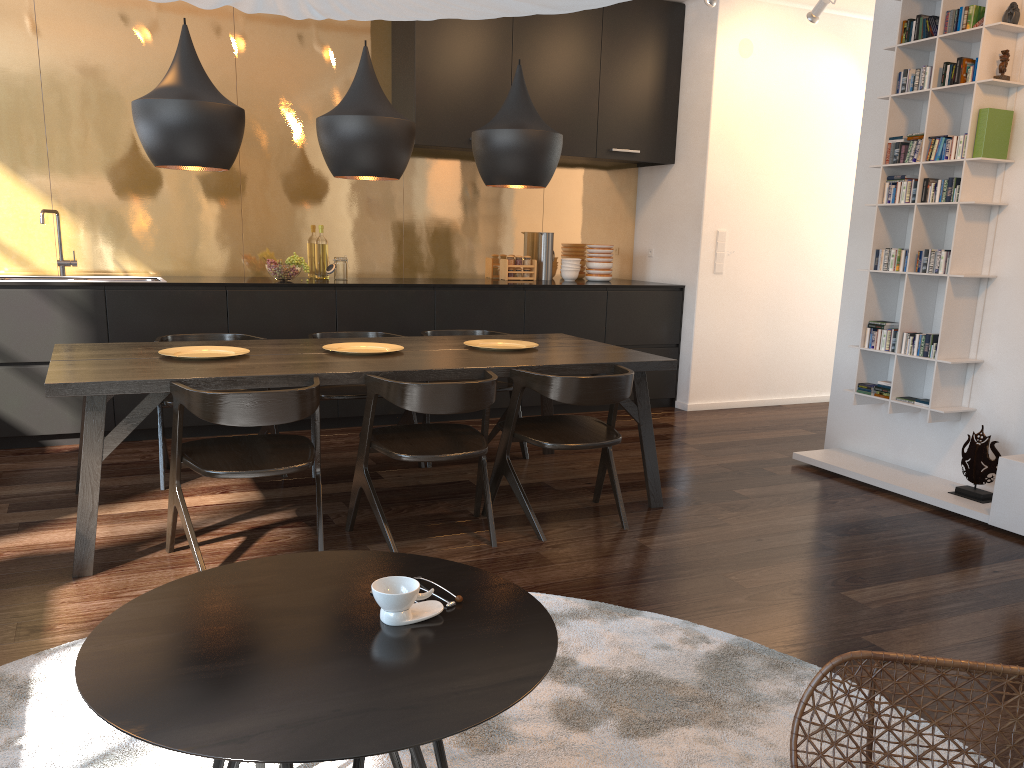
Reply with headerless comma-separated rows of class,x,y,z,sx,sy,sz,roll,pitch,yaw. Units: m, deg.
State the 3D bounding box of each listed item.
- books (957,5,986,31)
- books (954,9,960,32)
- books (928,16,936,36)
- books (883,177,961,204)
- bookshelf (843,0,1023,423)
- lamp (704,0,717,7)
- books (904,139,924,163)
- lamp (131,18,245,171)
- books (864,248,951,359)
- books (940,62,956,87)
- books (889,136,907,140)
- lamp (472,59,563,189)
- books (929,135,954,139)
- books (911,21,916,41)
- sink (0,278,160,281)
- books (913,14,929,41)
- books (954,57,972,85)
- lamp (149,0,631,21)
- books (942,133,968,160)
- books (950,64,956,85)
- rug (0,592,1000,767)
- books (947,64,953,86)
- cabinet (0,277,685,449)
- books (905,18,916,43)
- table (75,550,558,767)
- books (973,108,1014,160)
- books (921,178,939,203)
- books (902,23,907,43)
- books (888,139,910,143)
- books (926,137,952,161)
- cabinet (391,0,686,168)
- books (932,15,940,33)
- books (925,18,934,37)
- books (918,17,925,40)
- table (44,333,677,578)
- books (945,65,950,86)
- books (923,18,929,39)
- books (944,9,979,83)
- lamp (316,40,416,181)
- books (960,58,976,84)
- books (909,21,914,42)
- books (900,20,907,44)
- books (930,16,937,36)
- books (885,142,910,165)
books,2.097,-1.637,3.961,0.101,0.112,0.158,-4,12,-25
books,2.047,-1.647,4.031,0.069,0.109,0.011,-4,14,-24
books,1.985,-1.665,4.130,0.069,0.100,0.057,-4,14,-25
books,2.014,-0.929,4.272,0.122,0.114,0.461,-4,11,-25
bookshelf,2.046,-0.879,4.300,0.226,2.108,0.630,-5,14,-25
lamp,1.211,-2.277,5.012,0.249,0.244,0.084,11,16,39
books,1.980,-1.123,4.276,0.096,0.109,0.113,-4,13,-25
lamp,-1.239,-1.108,3.387,0.410,0.550,0.405,3,12,8
books,1.994,-0.409,4.395,0.122,0.519,0.463,-5,13,-25
books,2.020,-1.427,4.089,0.069,0.109,0.022,-4,14,-25
books,1.922,-1.211,4.363,0.069,0.014,0.092,-2,10,-20
lamp,0.025,-1.167,3.971,0.409,0.550,0.405,6,13,22
books,2.024,-1.158,4.151,0.069,0.008,0.106,-3,10,-25
books,1.941,-1.679,4.222,0.069,0.094,0.013,-4,14,-25
sink,-1.304,-0.665,5.489,3.407,0.248,0.476,-3,11,-26
books,1.950,-1.687,4.202,0.074,0.117,0.028,-4,14,-25
books,2.054,-1.421,4.025,0.074,0.117,0.028,-4,14,-25
lamp,-0.208,-0.497,0.726,1.468,0.213,1.450,4,10,11
books,2.081,-1.090,4.080,0.122,0.114,0.135,-4,12,-25
books,2.042,-1.413,4.049,0.069,0.094,0.019,-4,14,-25
rug,-0.209,0.933,1.673,2.813,0.012,2.819,11,13,44
books,2.036,-1.415,4.064,0.069,0.094,0.013,-4,14,-25
cabinet,-1.216,-0.211,5.691,5.053,0.915,0.723,-3,13,-25
books,1.924,-1.691,4.248,0.069,0.109,0.022,-4,14,-25
table,-0.345,0.688,1.692,0.845,0.480,0.836,-3,11,-23
books,2.174,-1.125,3.997,0.165,0.217,0.048,-4,14,-25
books,2.007,-0.926,4.247,0.074,0.117,0.028,-4,14,-25
books,1.918,-1.687,4.266,0.069,0.094,0.013,-4,14,-25
books,1.923,-1.198,4.371,0.069,0.014,0.091,-3,11,-25
books,2.026,-1.104,4.173,0.096,0.109,0.086,-4,13,-25
cabinet,0.199,-2.089,5.995,1.951,1.067,0.524,-3,13,-25
books,1.992,-1.662,4.115,0.069,0.100,0.057,-4,14,-25
books,1.976,-1.665,4.146,0.069,0.092,0.045,-4,14,-25
books,1.958,-1.676,4.182,0.074,0.101,0.019,-4,14,-25
table,-0.635,0.195,3.966,2.495,0.690,1.092,-3,11,-25
books,2.031,-1.417,4.076,0.069,0.094,0.013,-4,14,-25
books,1.967,-1.669,4.167,0.069,0.095,0.028,-4,14,-25
books,2.078,-1.530,4.020,0.107,0.338,0.225,-4,14,-24
lamp,-0.607,-1.137,3.679,0.407,0.550,0.407,12,16,40
books,2.065,-1.413,4.006,0.069,0.109,0.016,-4,14,-24
books,1.935,-1.681,4.234,0.069,0.094,0.013,-4,14,-25
books,1.915,-1.697,4.279,0.069,0.109,0.016,-4,14,-24
books,1.988,-1.664,4.122,0.069,0.100,0.057,-4,14,-25
books,1.928,-1.140,4.384,0.096,0.106,0.100,-4,13,-25
